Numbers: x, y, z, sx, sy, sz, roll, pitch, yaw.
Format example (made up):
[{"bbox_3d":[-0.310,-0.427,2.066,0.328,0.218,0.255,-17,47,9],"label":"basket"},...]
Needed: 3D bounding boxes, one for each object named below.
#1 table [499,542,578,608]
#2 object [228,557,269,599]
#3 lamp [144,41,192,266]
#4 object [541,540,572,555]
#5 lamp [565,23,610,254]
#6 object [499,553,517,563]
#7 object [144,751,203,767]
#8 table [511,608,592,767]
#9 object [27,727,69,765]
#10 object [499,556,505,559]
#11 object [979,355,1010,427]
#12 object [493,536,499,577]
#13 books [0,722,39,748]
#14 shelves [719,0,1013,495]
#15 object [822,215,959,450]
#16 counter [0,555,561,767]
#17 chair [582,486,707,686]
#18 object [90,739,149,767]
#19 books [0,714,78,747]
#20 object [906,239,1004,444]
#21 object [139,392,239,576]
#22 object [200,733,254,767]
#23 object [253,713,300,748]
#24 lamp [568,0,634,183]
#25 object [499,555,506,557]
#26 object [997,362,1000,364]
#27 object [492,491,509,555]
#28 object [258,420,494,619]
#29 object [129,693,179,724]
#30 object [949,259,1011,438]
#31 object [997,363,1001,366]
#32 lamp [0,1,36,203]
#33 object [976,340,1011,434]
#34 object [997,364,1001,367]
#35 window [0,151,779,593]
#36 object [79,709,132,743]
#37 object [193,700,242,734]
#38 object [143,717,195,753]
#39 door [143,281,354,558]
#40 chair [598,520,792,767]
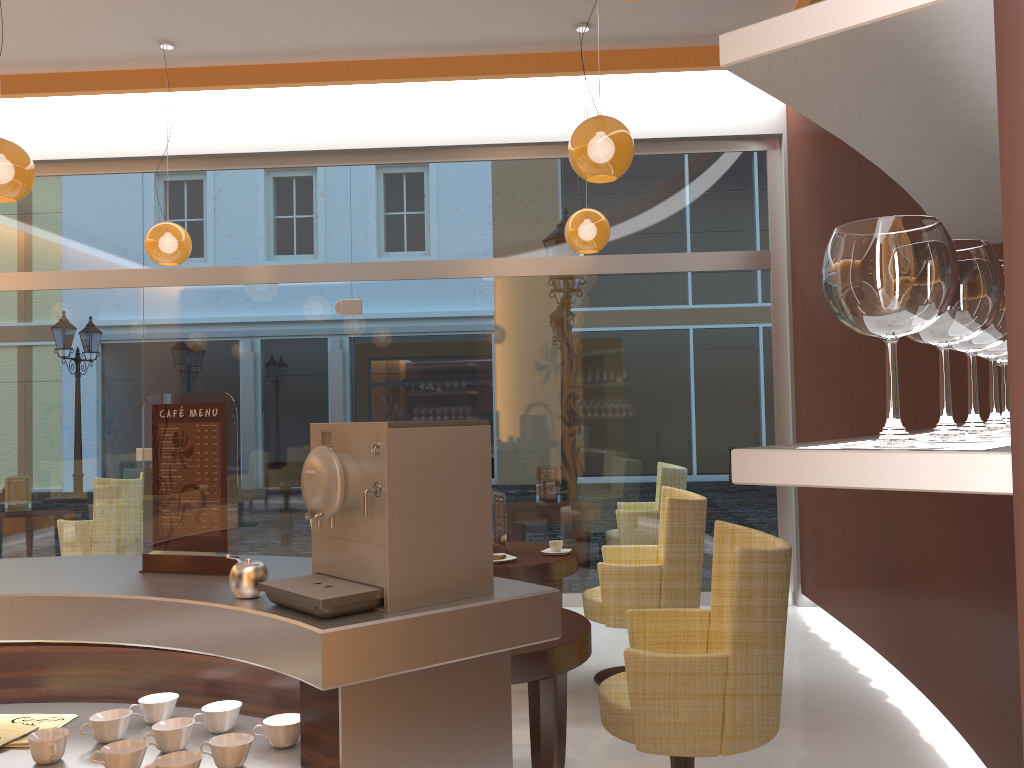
[{"bbox_3d":[-0.062,1.282,4.926,0.874,0.679,0.872,1,-3,-41],"label":"table"},{"bbox_3d":[-0.519,0.382,1.750,0.075,0.077,0.075,0,-2,-28],"label":"object"},{"bbox_3d":[-2.315,-1.550,5.961,0.299,1.500,0.299,0,-2,-23],"label":"lamp"},{"bbox_3d":[0.243,0.900,4.881,0.153,0.069,0.153,-2,-2,25],"label":"object"},{"bbox_3d":[0.481,-1.612,5.821,0.299,1.500,0.299,0,-2,-29],"label":"lamp"},{"bbox_3d":[-0.107,0.926,4.696,0.234,0.020,0.234,0,-2,-26],"label":"object"},{"bbox_3d":[-0.576,0.669,1.521,0.073,0.050,0.086,-3,-2,35],"label":"object"},{"bbox_3d":[-0.139,1.225,3.244,0.874,0.679,0.872,1,-3,-41],"label":"table"},{"bbox_3d":[-0.862,0.679,1.656,0.086,0.050,0.073,-2,-2,14],"label":"object"},{"bbox_3d":[-0.068,0.915,4.665,0.052,0.018,0.055,-2,-2,27],"label":"object"},{"bbox_3d":[0.784,-0.037,1.411,0.125,0.221,0.125,-2,-2,28],"label":"object"},{"bbox_3d":[-0.147,0.718,3.245,0.209,0.335,0.042,-2,-2,17],"label":"object"},{"bbox_3d":[-1.075,0.703,1.742,0.185,0.016,0.188,-2,-2,18],"label":"books"},{"bbox_3d":[-0.604,-0.355,0.280,4.744,0.902,0.586,0,-3,-40],"label":"shelves"},{"bbox_3d":[0.375,-0.047,0.879,0.125,0.221,0.125,-2,-2,28],"label":"object"},{"bbox_3d":[-1.501,0.977,1.364,2.917,1.100,1.586,1,-3,-42],"label":"counter"},{"bbox_3d":[0.723,1.092,4.816,0.685,1.017,0.729,-1,-2,6],"label":"chair"},{"bbox_3d":[-0.696,0.673,1.583,0.086,0.050,0.073,1,-3,-42],"label":"object"},{"bbox_3d":[-1.029,0.709,1.822,0.193,0.009,0.189,-1,-2,2],"label":"books"},{"bbox_3d":[0.489,-0.045,1.005,0.125,0.221,0.125,-2,-2,28],"label":"object"},{"bbox_3d":[-0.747,0.228,2.054,0.258,0.414,0.052,-2,-2,17],"label":"object"},{"bbox_3d":[-0.514,0.670,1.607,0.086,0.050,0.073,0,-2,-29],"label":"object"},{"bbox_3d":[-0.442,0.672,1.709,0.073,0.050,0.086,-3,-2,35],"label":"object"},{"bbox_3d":[0.389,-1.672,4.024,0.299,1.500,0.299,0,-2,-19],"label":"lamp"},{"bbox_3d":[-0.056,0.915,4.710,0.051,0.018,0.054,-1,-2,1],"label":"object"},{"bbox_3d":[0.875,-0.034,1.546,0.125,0.221,0.125,-2,-2,28],"label":"object"},{"bbox_3d":[-0.070,0.777,4.987,0.042,0.335,0.209,0,-2,-22],"label":"object"},{"bbox_3d":[-0.268,0.244,1.721,0.373,0.340,0.270,1,-3,-42],"label":"object"},{"bbox_3d":[-0.744,0.684,1.857,0.073,0.050,0.086,-2,-2,24],"label":"object"},{"bbox_3d":[0.591,-0.042,1.141,0.125,0.221,0.125,-2,-2,28],"label":"object"},{"bbox_3d":[0.962,-0.031,1.684,0.125,0.221,0.125,-2,-2,28],"label":"object"},{"bbox_3d":[-2.407,-1.610,4.165,0.299,1.500,0.299,-2,-2,14],"label":"lamp"},{"bbox_3d":[0.692,-0.040,1.276,0.125,0.221,0.125,-2,-2,28],"label":"object"},{"bbox_3d":[1.042,-0.028,1.821,0.125,0.221,0.125,-2,-2,28],"label":"object"},{"bbox_3d":[-2.036,-0.023,6.846,8.200,3.380,0.040,-1,-2,3],"label":"window"},{"bbox_3d":[-0.796,0.681,1.755,0.073,0.050,0.086,-1,-2,9],"label":"object"},{"bbox_3d":[-0.590,0.679,1.796,0.073,0.050,0.086,-2,-2,18],"label":"object"},{"bbox_3d":[-0.649,0.676,1.695,0.073,0.050,0.086,-1,-2,8],"label":"object"},{"bbox_3d":[-2.026,0.476,6.828,1.640,2.499,0.020,-1,-2,3],"label":"door"},{"bbox_3d":[0.648,1.036,3.147,0.685,1.017,0.729,-2,-2,10],"label":"chair"}]
